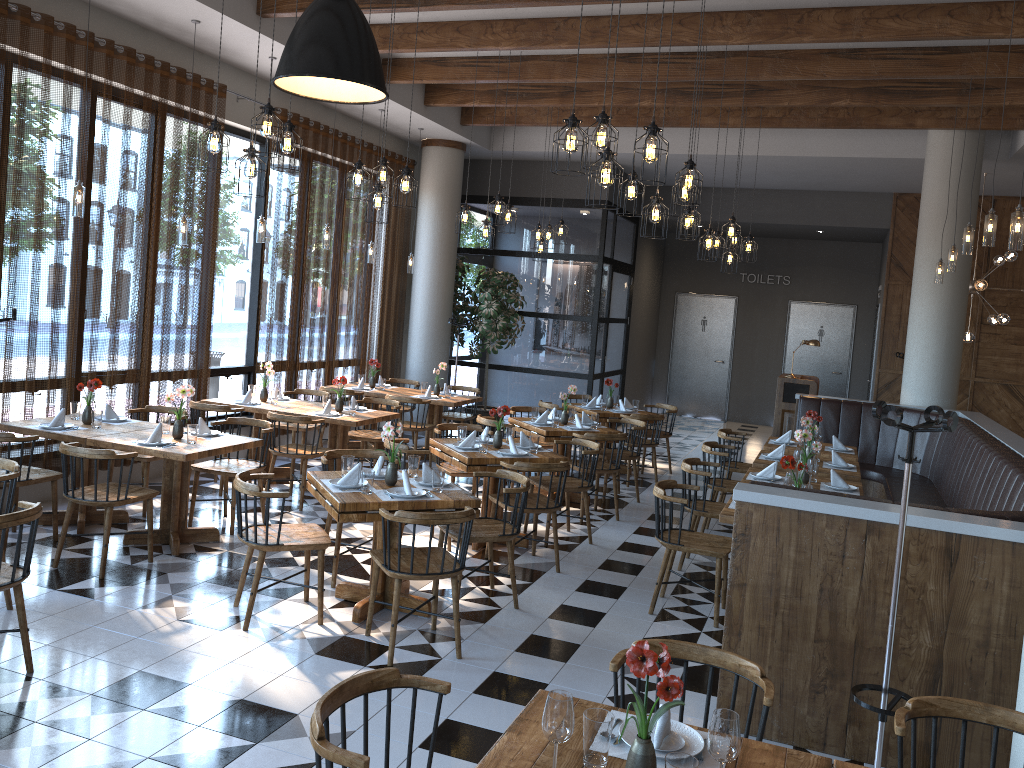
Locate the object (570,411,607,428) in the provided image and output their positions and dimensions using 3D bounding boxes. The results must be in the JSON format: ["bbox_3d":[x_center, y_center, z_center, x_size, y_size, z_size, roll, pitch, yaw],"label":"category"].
[{"bbox_3d":[0.771,0.344,8.975,0.271,0.137,0.353,2,5,-25],"label":"object"}]

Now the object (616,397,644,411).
[{"bbox_3d":[1.420,0.233,10.743,0.271,0.137,0.353,2,5,-25],"label":"object"}]

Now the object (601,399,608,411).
[{"bbox_3d":[1.076,0.245,10.333,0.080,0.132,0.080,7,4,35],"label":"object"}]

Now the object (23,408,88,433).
[{"bbox_3d":[-3.305,0.249,6.433,0.352,0.137,0.272,6,5,20],"label":"object"}]

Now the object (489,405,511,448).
[{"bbox_3d":[-0.102,0.340,7.068,0.156,0.354,0.171,4,3,-15],"label":"object"}]

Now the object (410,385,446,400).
[{"bbox_3d":[-0.967,0.088,10.218,0.352,0.137,0.272,6,5,20],"label":"object"}]

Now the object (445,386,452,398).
[{"bbox_3d":[-0.744,0.098,10.340,0.080,0.132,0.080,5,4,5],"label":"object"}]

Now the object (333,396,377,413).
[{"bbox_3d":[-1.536,0.184,8.692,0.352,0.137,0.272,6,5,20],"label":"object"}]

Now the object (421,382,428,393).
[{"bbox_3d":[-1.052,0.045,10.644,0.080,0.132,0.080,5,4,5],"label":"object"}]

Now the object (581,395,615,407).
[{"bbox_3d":[1.064,0.192,10.870,0.352,0.137,0.273,2,5,-25],"label":"object"}]

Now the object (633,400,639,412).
[{"bbox_3d":[1.469,0.259,10.529,0.080,0.132,0.080,1,5,-45],"label":"object"}]

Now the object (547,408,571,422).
[{"bbox_3d":[0.416,0.303,9.102,0.352,0.137,0.273,2,5,-25],"label":"object"}]

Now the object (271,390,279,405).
[{"bbox_3d":[-2.306,0.132,8.602,0.080,0.132,0.080,2,4,-35],"label":"object"}]

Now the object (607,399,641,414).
[{"bbox_3d":[1.295,0.256,10.386,0.352,0.137,0.273,2,5,-25],"label":"object"}]

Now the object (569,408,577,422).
[{"bbox_3d":[0.627,0.319,9.148,0.080,0.132,0.080,7,4,35],"label":"object"}]

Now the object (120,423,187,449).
[{"bbox_3d":[-2.475,0.345,6.129,0.352,0.137,0.272,6,5,20],"label":"object"}]

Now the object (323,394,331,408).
[{"bbox_3d":[-1.803,0.172,8.609,0.080,0.132,0.080,5,4,5],"label":"object"}]

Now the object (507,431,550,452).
[{"bbox_3d":[0.129,0.454,7.226,0.271,0.137,0.353,2,5,-25],"label":"object"}]

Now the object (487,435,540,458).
[{"bbox_3d":[0.005,0.476,6.869,0.352,0.137,0.273,2,5,-25],"label":"object"}]

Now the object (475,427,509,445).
[{"bbox_3d":[-0.226,0.413,7.353,0.352,0.137,0.273,2,5,-25],"label":"object"}]

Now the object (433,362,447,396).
[{"bbox_3d":[-0.855,-0.058,10.467,0.146,0.399,0.207,5,3,13],"label":"object"}]

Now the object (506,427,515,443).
[{"bbox_3d":[-0.016,0.428,7.404,0.080,0.132,0.080,6,4,25],"label":"object"}]

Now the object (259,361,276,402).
[{"bbox_3d":[-2.427,-0.027,8.766,0.207,0.399,0.146,6,3,24],"label":"object"}]

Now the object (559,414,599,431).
[{"bbox_3d":[0.646,0.367,8.618,0.352,0.137,0.273,2,5,-25],"label":"object"}]

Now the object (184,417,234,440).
[{"bbox_3d":[-2.296,0.313,6.631,0.352,0.137,0.272,6,5,20],"label":"object"}]

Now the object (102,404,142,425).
[{"bbox_3d":[-3.127,0.217,6.935,0.352,0.137,0.272,6,5,20],"label":"object"}]

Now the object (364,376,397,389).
[{"bbox_3d":[-1.619,-0.039,11.025,0.352,0.137,0.272,6,5,20],"label":"object"}]

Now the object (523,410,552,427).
[{"bbox_3d":[0.291,0.326,8.745,0.271,0.137,0.353,2,5,-25],"label":"object"}]

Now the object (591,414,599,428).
[{"bbox_3d":[0.818,0.370,8.763,0.080,0.132,0.080,7,4,35],"label":"object"}]

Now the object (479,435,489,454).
[{"bbox_3d":[-0.219,0.465,6.822,0.080,0.132,0.080,7,4,35],"label":"object"}]

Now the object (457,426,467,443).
[{"bbox_3d":[-0.409,0.413,7.220,0.080,0.132,0.080,6,4,25],"label":"object"}]

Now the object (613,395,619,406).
[{"bbox_3d":[1.279,0.208,10.915,0.080,0.132,0.080,1,5,-45],"label":"object"}]

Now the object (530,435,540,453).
[{"bbox_3d":[0.175,0.479,7.019,0.080,0.132,0.080,6,4,25],"label":"object"}]

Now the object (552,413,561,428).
[{"bbox_3d":[0.424,0.356,8.566,0.080,0.132,0.080,7,4,35],"label":"object"}]

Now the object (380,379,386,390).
[{"bbox_3d":[-1.555,0.005,10.638,0.080,0.132,0.080,7,4,35],"label":"object"}]

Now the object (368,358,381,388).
[{"bbox_3d":[-1.680,-0.132,10.799,0.156,0.354,0.171,4,3,-4],"label":"object"}]

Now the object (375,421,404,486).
[{"bbox_3d":[-0.743,0.420,5.399,0.207,0.399,0.146,7,4,40],"label":"object"}]

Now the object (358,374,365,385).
[{"bbox_3d":[-1.864,-0.049,10.942,0.080,0.132,0.080,7,4,35],"label":"object"}]

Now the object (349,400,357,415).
[{"bbox_3d":[-1.494,0.225,8.304,0.080,0.132,0.080,5,4,5],"label":"object"}]

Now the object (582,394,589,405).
[{"bbox_3d":[0.885,0.193,10.730,0.080,0.132,0.080,4,4,-5],"label":"object"}]

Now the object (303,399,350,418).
[{"bbox_3d":[-1.714,0.215,8.190,0.352,0.137,0.272,6,5,20],"label":"object"}]

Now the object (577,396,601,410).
[{"bbox_3d":[0.940,0.215,10.513,0.271,0.137,0.353,2,5,-25],"label":"object"}]

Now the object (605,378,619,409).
[{"bbox_3d":[1.181,0.112,10.657,0.156,0.354,0.171,3,4,-23],"label":"object"}]

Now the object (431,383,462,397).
[{"bbox_3d":[-0.788,0.057,10.720,0.352,0.137,0.272,6,5,20],"label":"object"}]

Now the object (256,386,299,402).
[{"bbox_3d":[-2.366,0.088,8.997,0.352,0.137,0.272,6,5,20],"label":"object"}]

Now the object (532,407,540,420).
[{"bbox_3d":[0.234,0.304,8.963,0.080,0.132,0.080,7,4,35],"label":"object"}]

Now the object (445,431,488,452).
[{"bbox_3d":[-0.351,0.436,6.996,0.271,0.137,0.353,2,5,-25],"label":"object"}]

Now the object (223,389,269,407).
[{"bbox_3d":[-2.545,0.120,8.495,0.352,0.137,0.272,6,5,20],"label":"object"}]

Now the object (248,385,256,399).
[{"bbox_3d":[-2.615,0.079,8.906,0.080,0.132,0.080,2,4,-35],"label":"object"}]

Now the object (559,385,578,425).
[{"bbox_3d":[0.556,0.207,8.837,0.146,0.399,0.206,7,4,31],"label":"object"}]

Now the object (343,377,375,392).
[{"bbox_3d":[-1.797,-0.007,10.523,0.352,0.137,0.272,6,5,20],"label":"object"}]

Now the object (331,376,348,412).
[{"bbox_3d":[-1.641,0.094,8.388,0.156,0.354,0.171,5,3,-1],"label":"object"}]
